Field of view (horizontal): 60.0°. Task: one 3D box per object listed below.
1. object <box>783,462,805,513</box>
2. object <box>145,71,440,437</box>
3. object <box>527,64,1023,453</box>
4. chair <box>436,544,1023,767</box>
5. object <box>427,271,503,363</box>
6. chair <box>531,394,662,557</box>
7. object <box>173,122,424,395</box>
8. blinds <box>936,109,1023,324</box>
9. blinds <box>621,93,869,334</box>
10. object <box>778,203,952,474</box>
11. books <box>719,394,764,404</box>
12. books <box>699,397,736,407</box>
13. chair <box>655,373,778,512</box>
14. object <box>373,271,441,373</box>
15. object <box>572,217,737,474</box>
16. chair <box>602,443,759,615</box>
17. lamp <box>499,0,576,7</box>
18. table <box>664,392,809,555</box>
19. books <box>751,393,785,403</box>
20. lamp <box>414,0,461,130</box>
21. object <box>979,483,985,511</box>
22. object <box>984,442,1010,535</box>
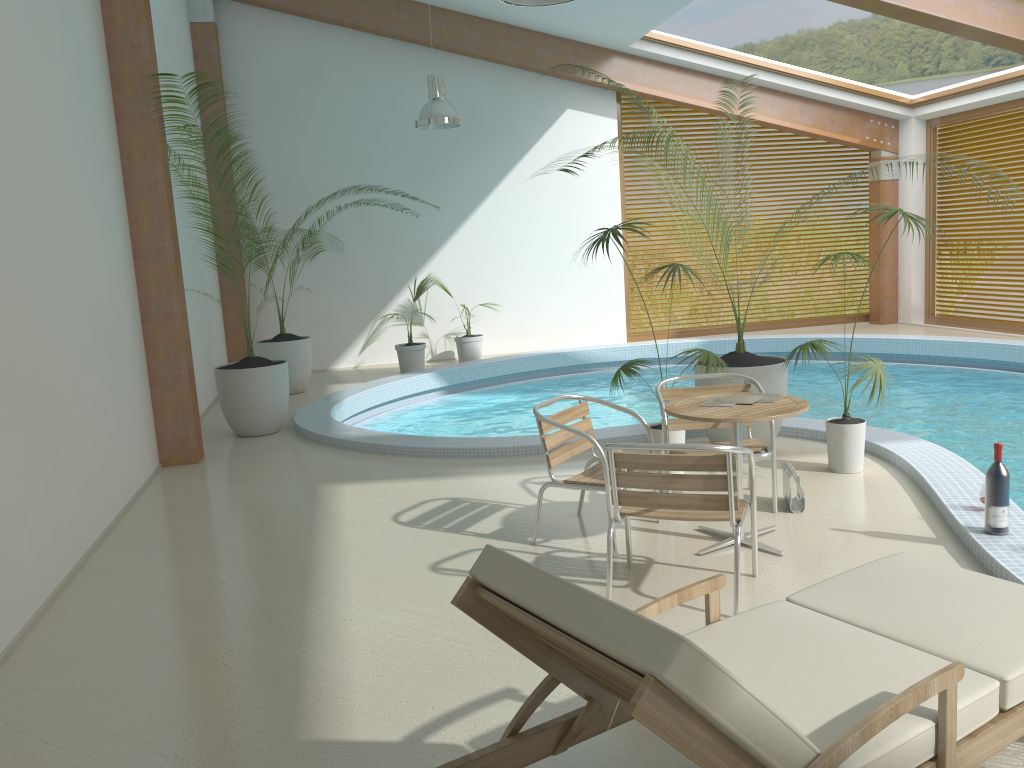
[{"bbox_3d":[1.609,0.589,5.068,0.081,0.223,0.272,-2,9,9],"label":"object"},{"bbox_3d":[-2.402,-1.041,8.234,2.979,2.960,2.729,5,12,44],"label":"object"},{"bbox_3d":[1.665,-0.972,6.121,2.979,2.960,2.729,-3,9,6],"label":"object"},{"bbox_3d":[0.774,0.743,2.338,1.903,0.866,0.861,-9,10,-32],"label":"chair"},{"bbox_3d":[-0.632,-0.939,12.230,1.067,1.310,0.822,-3,9,1],"label":"object"},{"bbox_3d":[0.458,0.450,4.755,0.563,0.727,0.618,2,10,31],"label":"chair"},{"bbox_3d":[-2.678,-1.390,10.582,2.729,2.960,2.979,-9,10,-30],"label":"object"},{"bbox_3d":[6.830,-2.123,11.399,0.095,2.921,4.200,-5,9,-11],"label":"blinds"},{"bbox_3d":[3.620,-2.868,13.852,4.500,4.025,0.099,-5,9,-11],"label":"blinds"},{"bbox_3d":[2.204,-0.281,5.617,0.791,1.695,1.059,-8,10,-23],"label":"object"},{"bbox_3d":[1.176,0.077,4.535,0.166,0.004,0.241,2,10,30],"label":"books"},{"bbox_3d":[1.073,0.090,4.516,0.166,0.004,0.241,2,10,30],"label":"books"},{"bbox_3d":[1.168,0.341,5.158,0.618,0.727,0.563,-3,9,2],"label":"chair"},{"bbox_3d":[-1.286,-0.810,11.673,0.822,1.310,1.067,1,10,28],"label":"object"},{"bbox_3d":[0.918,-0.222,5.770,1.059,1.695,0.791,0,10,25],"label":"object"},{"bbox_3d":[0.746,0.559,3.936,0.618,0.727,0.563,0,10,21],"label":"chair"},{"bbox_3d":[0.112,-3.093,4.692,0.506,1.958,0.505,-5,9,-11],"label":"lamp"},{"bbox_3d":[1.140,0.457,4.492,0.700,0.720,0.700,-2,9,9],"label":"table"},{"bbox_3d":[1.291,0.070,4.557,0.166,0.004,0.241,2,10,30],"label":"books"},{"bbox_3d":[-0.877,-3.798,9.610,0.506,1.958,0.505,-5,9,-11],"label":"lamp"},{"bbox_3d":[2.446,0.581,4.538,0.102,0.137,0.102,-4,9,-2],"label":"object"},{"bbox_3d":[2.296,0.491,4.196,0.109,0.435,0.109,0,10,24],"label":"object"}]
